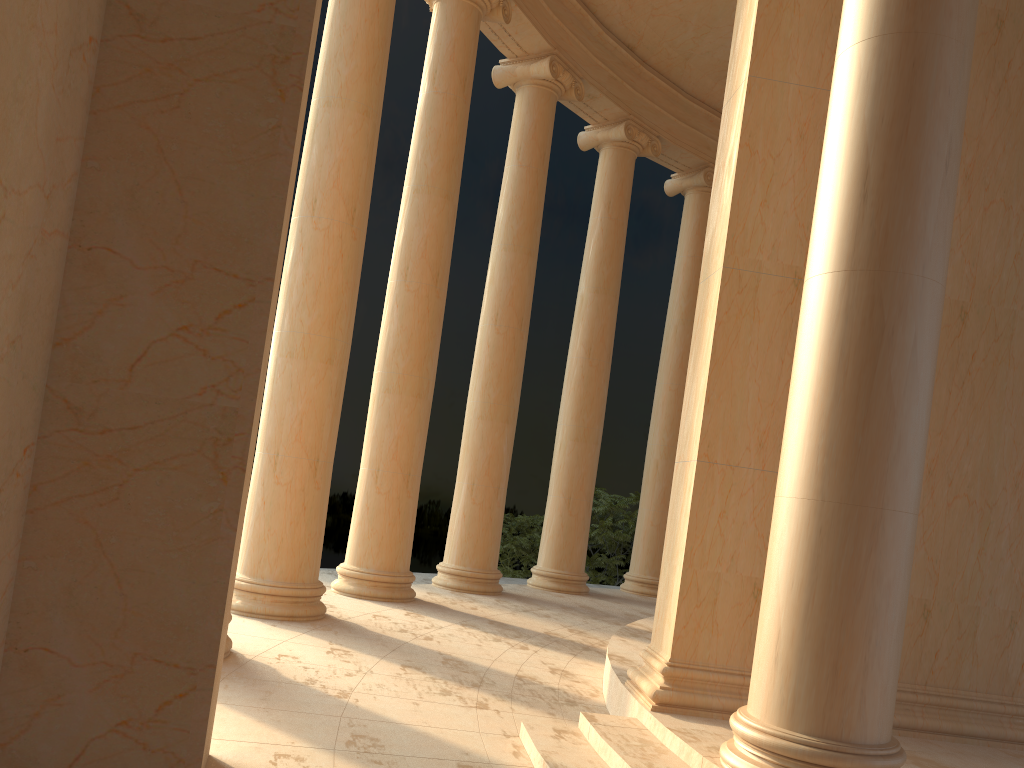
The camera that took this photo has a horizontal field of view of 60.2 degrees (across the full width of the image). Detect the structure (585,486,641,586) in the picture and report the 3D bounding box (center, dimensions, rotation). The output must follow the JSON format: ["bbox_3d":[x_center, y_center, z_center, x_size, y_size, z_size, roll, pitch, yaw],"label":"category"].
[{"bbox_3d":[182.275,336.578,1609.707,247.294,298.524,238.447,8,-4,-2],"label":"structure"}]

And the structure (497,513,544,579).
[{"bbox_3d":[-4.534,312.446,1520.187,149.001,187.719,156.517,8,-4,7],"label":"structure"}]
